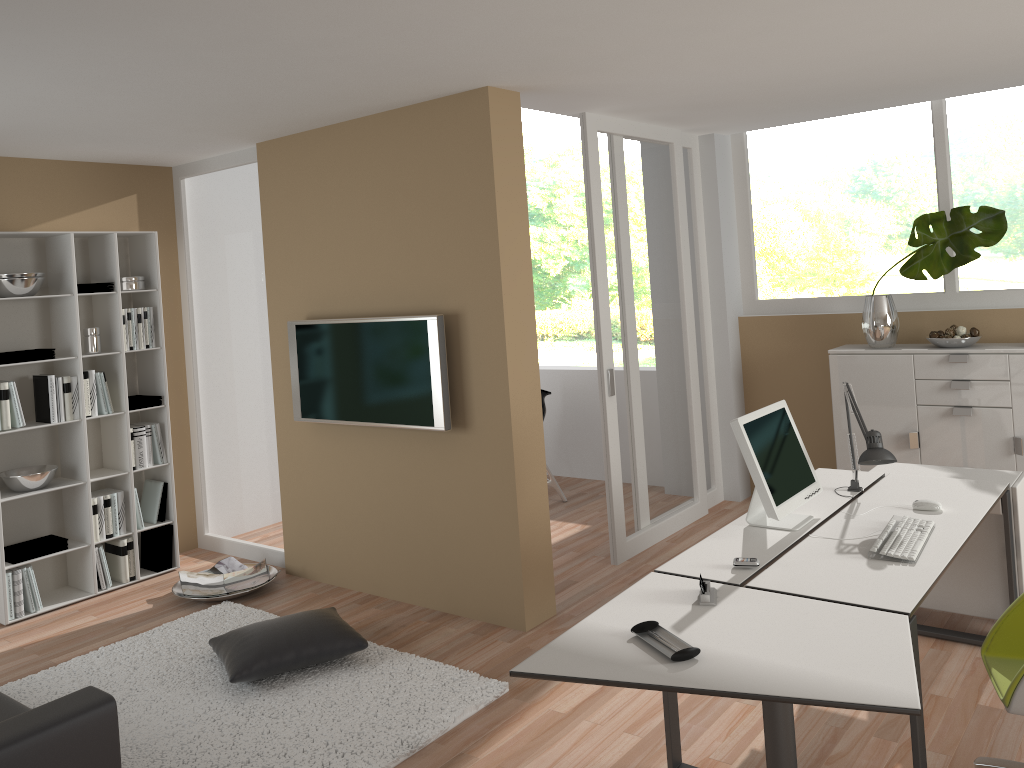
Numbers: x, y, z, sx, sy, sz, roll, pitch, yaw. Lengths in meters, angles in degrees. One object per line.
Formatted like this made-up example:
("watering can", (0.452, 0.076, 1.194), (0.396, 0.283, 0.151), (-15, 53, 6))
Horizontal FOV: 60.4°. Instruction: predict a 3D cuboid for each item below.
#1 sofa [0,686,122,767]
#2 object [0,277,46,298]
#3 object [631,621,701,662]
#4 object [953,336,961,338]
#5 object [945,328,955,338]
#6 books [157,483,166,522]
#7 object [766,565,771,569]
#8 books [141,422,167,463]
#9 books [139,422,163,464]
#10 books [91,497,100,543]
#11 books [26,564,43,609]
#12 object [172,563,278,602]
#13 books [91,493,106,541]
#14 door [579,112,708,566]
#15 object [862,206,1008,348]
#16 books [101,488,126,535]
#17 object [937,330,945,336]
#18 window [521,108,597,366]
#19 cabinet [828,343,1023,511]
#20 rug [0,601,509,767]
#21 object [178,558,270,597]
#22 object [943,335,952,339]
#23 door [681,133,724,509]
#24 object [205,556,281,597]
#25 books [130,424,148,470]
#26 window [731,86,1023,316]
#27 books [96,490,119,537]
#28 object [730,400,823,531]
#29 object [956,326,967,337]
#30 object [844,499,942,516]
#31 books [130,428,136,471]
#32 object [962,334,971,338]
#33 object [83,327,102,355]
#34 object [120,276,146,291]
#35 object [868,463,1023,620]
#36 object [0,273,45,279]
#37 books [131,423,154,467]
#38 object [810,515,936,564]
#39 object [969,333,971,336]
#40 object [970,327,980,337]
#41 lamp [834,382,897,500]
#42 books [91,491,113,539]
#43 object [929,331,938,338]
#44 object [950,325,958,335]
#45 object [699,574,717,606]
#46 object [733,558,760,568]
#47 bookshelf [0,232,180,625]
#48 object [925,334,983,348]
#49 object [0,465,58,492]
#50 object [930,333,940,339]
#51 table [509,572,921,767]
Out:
("sofa", (-2.195, 1.100, 2.707), (2.254, 0.833, 0.958), (1, 6, 38))
("object", (-2.849, -0.550, 5.063), (0.299, 0.106, 0.301), (-4, 6, 3))
("object", (0.404, 0.679, 2.330), (0.090, 0.030, 0.216), (-6, 7, -21))
("object", (2.668, -0.257, 5.272), (0.054, 0.065, 0.053), (-3, 3, 29))
("object", (2.639, -0.307, 5.303), (0.053, 0.063, 0.055), (-3, 3, 23))
("books", (-2.284, 0.749, 5.633), (0.210, 0.238, 0.043), (-2, 1, 39))
("object", (0.929, 0.705, 3.380), (0.133, 0.113, 0.040), (-1, 2, 38))
("books", (-2.292, 0.374, 5.625), (0.207, 0.259, 0.060), (-2, 1, 38))
("books", (-2.308, 0.377, 5.605), (0.207, 0.259, 0.060), (-2, 1, 39))
("books", (-2.538, 0.803, 5.259), (0.207, 0.258, 0.040), (-2, 1, 39))
("books", (-2.743, 1.136, 4.991), (0.207, 0.258, 0.058), (-2, 1, 39))
("object", (-1.658, 1.168, 5.105), (0.584, 0.063, 0.590), (-2, 7, 13))
("books", (-2.517, 0.797, 5.296), (0.207, 0.258, 0.040), (-2, 1, 38))
("door", (0.872, -0.350, 5.559), (0.060, 2.646, 1.194), (-4, 1, 38))
("object", (2.586, -0.652, 5.406), (0.856, 0.844, 0.266), (-2, 2, 35))
("books", (-2.439, 0.780, 5.394), (0.207, 0.258, 0.040), (-2, 1, 39))
("object", (2.646, -0.299, 5.440), (0.054, 0.064, 0.056), (-4, 3, -2))
("window", (2.819, -2.516, 12.544), (12.039, 5.955, 2.086), (-2, 1, 21))
("cabinet", (2.759, 0.317, 5.292), (1.520, 1.083, 0.419), (-1, 3, 38))
("rug", (-1.216, 1.325, 3.679), (2.021, 0.045, 1.461), (1, 9, 38))
("object", (-1.668, 1.139, 5.118), (0.501, 0.096, 0.344), (-7, 7, -22))
("object", (2.611, -0.262, 5.269), (0.052, 0.065, 0.056), (-6, 3, -39))
("door", (1.052, -0.401, 5.880), (0.045, 2.646, 1.194), (-4, 1, 38))
("object", (-1.648, 1.143, 5.166), (0.498, 0.096, 0.345), (1, 8, 38))
("books", (-2.370, 0.393, 5.510), (0.207, 0.258, 0.076), (-2, 2, 39))
("window", (3.071, -1.360, 5.376), (3.627, 1.795, 0.045), (0, 2, 38))
("books", (-2.465, 0.786, 5.360), (0.207, 0.258, 0.040), (-2, 1, 39))
("object", (1.013, 0.310, 3.367), (0.197, 0.430, 0.469), (-3, 3, 38))
("object", (2.696, -0.315, 5.282), (0.051, 0.066, 0.056), (-5, 3, -28))
("object", (1.466, 0.496, 3.402), (0.369, 0.079, 0.141), (-2, 5, 17))
("books", (-2.412, 0.401, 5.464), (0.207, 0.258, 0.040), (-2, 1, 39))
("object", (2.713, -0.267, 5.247), (0.054, 0.064, 0.057), (-3, 3, 16))
("object", (-2.543, -0.262, 5.335), (0.094, 0.162, 0.093), (-5, 2, -37))
("object", (-2.426, -0.632, 5.574), (0.191, 0.090, 0.193), (-5, 6, -10))
("object", (1.980, 0.743, 3.983), (0.620, 0.675, 0.310), (-2, 2, 38))
("object", (-2.851, -0.577, 5.064), (0.299, 0.106, 0.301), (-4, 6, 3))
("books", (-2.344, 0.384, 5.567), (0.207, 0.258, 0.040), (-2, 1, 38))
("object", (1.251, 0.547, 3.105), (0.387, 0.079, 0.460), (0, 8, 33))
("object", (2.762, -0.278, 5.284), (0.052, 0.066, 0.057), (-3, 3, 23))
("object", (2.753, -0.304, 5.237), (0.053, 0.068, 0.052), (-6, 3, -43))
("lamp", (1.399, 0.287, 3.543), (0.140, 0.528, 0.542), (-4, 3, 4))
("books", (-2.490, 0.791, 5.327), (0.207, 0.258, 0.040), (-2, 1, 39))
("object", (2.597, -0.294, 5.415), (0.056, 0.064, 0.053), (-3, 3, 17))
("object", (2.707, -0.329, 5.389), (0.053, 0.070, 0.053), (-2, 3, 45))
("object", (0.590, 0.615, 2.650), (0.049, 0.055, 0.131), (-3, 6, 14))
("object", (0.768, 0.586, 2.886), (0.084, 0.021, 0.048), (-2, 6, 17))
("bookshelf", (-2.631, 0.166, 5.284), (0.331, 2.140, 1.045), (-4, 1, 38))
("object", (2.679, -0.259, 5.335), (0.313, 0.063, 0.316), (-4, 7, 3))
("object", (-2.772, 0.551, 5.059), (0.299, 0.106, 0.301), (-4, 6, 3))
("object", (2.580, -0.280, 5.364), (0.056, 0.061, 0.055), (-4, 3, -8))
("table", (0.627, 1.026, 2.309), (0.924, 0.687, 0.817), (-1, 5, 36))
